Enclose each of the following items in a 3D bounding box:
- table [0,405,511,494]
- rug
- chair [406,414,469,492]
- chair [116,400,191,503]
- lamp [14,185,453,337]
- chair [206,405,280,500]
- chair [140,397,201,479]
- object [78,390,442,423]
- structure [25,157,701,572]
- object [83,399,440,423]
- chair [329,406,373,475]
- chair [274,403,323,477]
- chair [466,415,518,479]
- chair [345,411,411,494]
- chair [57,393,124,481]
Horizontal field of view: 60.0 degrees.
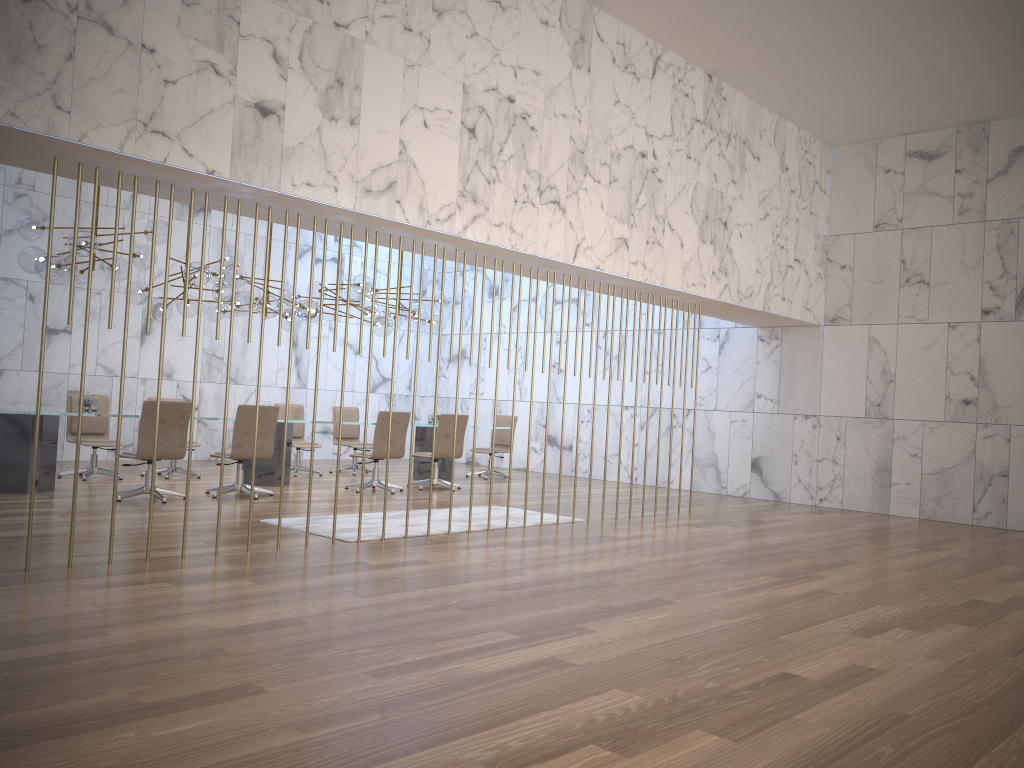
[{"bbox_3d":[-3.088,0.827,11.074,2.092,0.835,7.924,2,-2,43],"label":"table"},{"bbox_3d":[-0.717,1.297,8.456,1.320,0.034,3.025,2,-2,43],"label":"rug"},{"bbox_3d":[-0.967,0.886,11.683,0.697,1.000,0.726,2,-2,44],"label":"chair"},{"bbox_3d":[-3.602,0.662,8.894,0.697,1.000,0.726,2,-2,44],"label":"chair"},{"bbox_3d":[-3.014,-1.987,11.065,1.557,2.716,5.672,2,-2,43],"label":"lamp"},{"bbox_3d":[-2.916,0.720,9.620,0.697,1.000,0.726,2,-2,44],"label":"chair"},{"bbox_3d":[-4.340,0.687,11.370,0.697,1.000,0.726,2,-2,43],"label":"chair"},{"bbox_3d":[-2.849,0.322,11.332,0.124,0.213,5.189,2,-2,43],"label":"object"},{"bbox_3d":[-0.308,0.087,7.845,0.023,2.456,7.223,2,-2,43],"label":"structure"},{"bbox_3d":[-2.825,0.370,11.287,0.183,0.117,5.112,2,-2,44],"label":"object"},{"bbox_3d":[-2.388,0.853,13.435,0.697,1.000,0.726,2,-2,43],"label":"chair"},{"bbox_3d":[-3.074,0.795,12.709,0.697,1.000,0.726,2,-2,43],"label":"chair"},{"bbox_3d":[-0.304,0.986,14.020,0.726,1.000,0.697,2,-2,44],"label":"chair"},{"bbox_3d":[-1.648,0.828,10.962,0.697,1.000,0.726,2,-2,44],"label":"chair"},{"bbox_3d":[-5.017,0.630,10.653,0.697,1.000,0.726,2,-2,43],"label":"chair"}]
